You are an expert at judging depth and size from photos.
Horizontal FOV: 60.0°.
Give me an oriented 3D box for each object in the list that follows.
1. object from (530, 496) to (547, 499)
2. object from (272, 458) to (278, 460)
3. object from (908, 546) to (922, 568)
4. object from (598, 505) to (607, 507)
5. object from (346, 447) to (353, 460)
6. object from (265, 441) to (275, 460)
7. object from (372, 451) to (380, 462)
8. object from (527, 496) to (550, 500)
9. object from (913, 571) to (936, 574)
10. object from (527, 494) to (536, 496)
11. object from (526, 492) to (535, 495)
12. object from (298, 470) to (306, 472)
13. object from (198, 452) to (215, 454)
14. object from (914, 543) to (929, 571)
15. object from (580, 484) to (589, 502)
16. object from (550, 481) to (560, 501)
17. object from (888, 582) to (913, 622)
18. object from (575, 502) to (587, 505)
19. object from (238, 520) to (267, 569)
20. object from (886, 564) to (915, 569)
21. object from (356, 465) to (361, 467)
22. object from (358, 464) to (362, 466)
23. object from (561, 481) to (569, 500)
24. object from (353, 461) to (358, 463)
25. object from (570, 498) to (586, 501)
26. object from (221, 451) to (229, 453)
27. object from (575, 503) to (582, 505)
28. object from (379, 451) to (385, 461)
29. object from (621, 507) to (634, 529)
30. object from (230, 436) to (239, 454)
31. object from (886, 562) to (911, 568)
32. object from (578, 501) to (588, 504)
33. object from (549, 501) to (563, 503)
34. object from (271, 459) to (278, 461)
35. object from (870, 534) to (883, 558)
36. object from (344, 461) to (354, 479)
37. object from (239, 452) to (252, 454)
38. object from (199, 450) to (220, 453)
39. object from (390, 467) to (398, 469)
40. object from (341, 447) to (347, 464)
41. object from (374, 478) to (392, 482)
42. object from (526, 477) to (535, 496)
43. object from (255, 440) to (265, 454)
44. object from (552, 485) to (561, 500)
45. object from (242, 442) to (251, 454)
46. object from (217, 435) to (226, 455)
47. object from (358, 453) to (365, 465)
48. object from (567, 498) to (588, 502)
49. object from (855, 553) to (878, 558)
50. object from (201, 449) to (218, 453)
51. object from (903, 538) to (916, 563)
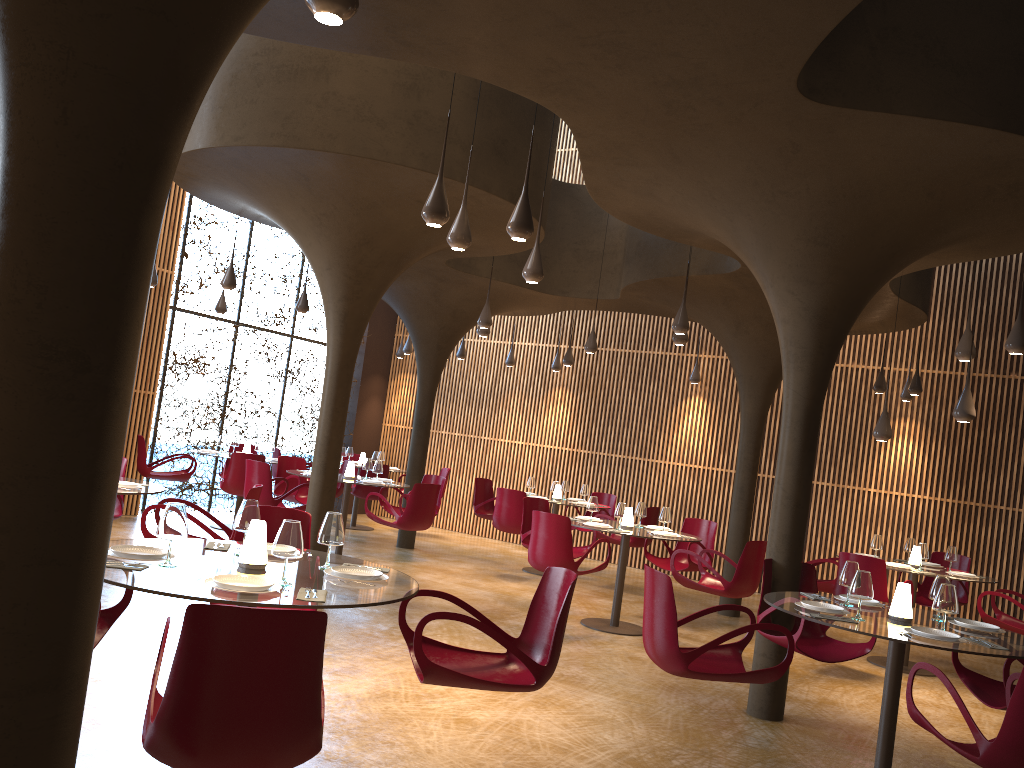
[{"bbox_3d":[0.394,1.688,13.147,0.263,0.029,0.264,5,-5,36],"label":"object"},{"bbox_3d":[-3.643,1.197,13.955,0.263,0.029,0.264,6,-4,24],"label":"object"},{"bbox_3d":[4.561,1.948,10.011,0.144,0.232,0.142,6,-3,26],"label":"object"},{"bbox_3d":[1.325,1.856,13.538,0.261,0.017,0.127,4,-5,41],"label":"object"},{"bbox_3d":[-3.007,1.313,16.399,0.141,0.295,0.142,6,-3,32],"label":"object"},{"bbox_3d":[-3.837,1.049,14.055,0.142,0.295,0.142,9,-3,-19],"label":"object"},{"bbox_3d":[-2.433,1.352,15.802,0.142,0.295,0.142,8,-2,-10],"label":"object"},{"bbox_3d":[0.392,1.698,13.146,0.331,0.014,0.332,6,-4,20],"label":"object"},{"bbox_3d":[4.366,1.996,9.385,0.262,0.017,0.126,11,-5,-38],"label":"object"},{"bbox_3d":[0.230,1.723,13.872,0.331,0.014,0.332,4,-5,44],"label":"object"},{"bbox_3d":[0.231,1.714,13.873,0.263,0.029,0.263,9,-4,-23],"label":"object"},{"bbox_3d":[-2.860,1.209,12.255,0.127,0.017,0.261,11,-5,-42],"label":"object"},{"bbox_3d":[-4.626,1.046,13.420,0.262,0.017,0.126,9,-4,-14],"label":"object"},{"bbox_3d":[4.444,1.876,9.621,0.141,0.295,0.142,6,-3,39],"label":"object"},{"bbox_3d":[1.107,1.683,13.560,0.142,0.295,0.142,8,-3,-16],"label":"object"},{"bbox_3d":[0.637,1.596,13.199,0.142,0.295,0.142,7,-3,24],"label":"object"},{"bbox_3d":[2.476,1.382,5.626,0.144,0.232,0.142,8,-3,-12],"label":"object"},{"bbox_3d":[1.116,1.807,13.324,0.332,0.014,0.331,10,-5,-36],"label":"object"},{"bbox_3d":[-1.280,0.797,4.420,0.142,0.232,0.144,8,-3,-9],"label":"object"},{"bbox_3d":[4.195,1.982,9.633,0.332,0.014,0.331,10,-4,-31],"label":"object"},{"bbox_3d":[-2.579,1.457,15.603,0.332,0.014,0.331,11,-5,-41],"label":"object"},{"bbox_3d":[-2.578,1.448,15.603,0.263,0.029,0.264,6,-4,24],"label":"object"},{"bbox_3d":[0.829,1.670,13.943,0.141,0.295,0.142,6,-3,31],"label":"object"},{"bbox_3d":[-2.910,1.468,16.596,0.263,0.029,0.263,9,-4,-15],"label":"object"},{"bbox_3d":[1.033,1.830,14.002,0.263,0.029,0.264,4,-5,42],"label":"object"},{"bbox_3d":[-4.641,1.104,14.328,0.126,0.017,0.262,8,-4,-12],"label":"object"},{"bbox_3d":[1.113,1.808,13.320,0.204,0.012,0.412,5,-5,37],"label":"object"},{"bbox_3d":[-2.404,1.386,16.275,0.142,0.295,0.142,10,-3,-42],"label":"object"},{"bbox_3d":[1.316,1.512,10.032,0.142,0.232,0.145,7,-3,6],"label":"object"},{"bbox_3d":[-4.440,0.975,14.179,0.141,0.295,0.142,5,-3,43],"label":"object"},{"bbox_3d":[4.196,1.972,9.633,0.263,0.029,0.264,5,-5,36],"label":"object"},{"bbox_3d":[1.117,1.797,13.324,0.263,0.029,0.263,7,-4,9],"label":"object"},{"bbox_3d":[0.624,1.724,12.954,0.126,0.017,0.262,5,-5,36],"label":"object"},{"bbox_3d":[-3.644,1.206,13.955,0.331,0.014,0.332,6,-4,24],"label":"object"},{"bbox_3d":[4.175,1.875,10.156,0.142,0.295,0.142,8,-3,-11],"label":"object"},{"bbox_3d":[-2.210,1.172,12.107,0.142,0.232,0.144,8,-3,-14],"label":"object"},{"bbox_3d":[-4.343,1.130,14.377,0.263,0.029,0.263,9,-4,-22],"label":"object"},{"bbox_3d":[-4.682,1.051,13.717,0.331,0.014,0.332,7,-4,12],"label":"object"},{"bbox_3d":[-2.210,1.535,16.175,0.263,0.029,0.264,5,-4,33],"label":"object"},{"bbox_3d":[-3.026,1.274,15.831,0.141,0.295,0.142,6,-3,30],"label":"object"},{"bbox_3d":[-1.812,1.344,12.433,0.263,0.029,0.264,5,-4,32],"label":"object"},{"bbox_3d":[0.290,1.578,13.648,0.142,0.295,0.142,8,-2,3],"label":"object"},{"bbox_3d":[-3.867,1.014,13.582,0.142,0.295,0.142,10,-3,-43],"label":"object"},{"bbox_3d":[0.700,1.662,13.610,0.142,0.232,0.145,7,-3,16],"label":"object"},{"bbox_3d":[-4.149,1.026,13.881,0.142,0.232,0.144,8,-3,-4],"label":"object"},{"bbox_3d":[-4.460,0.936,13.612,0.141,0.295,0.142,6,-3,30],"label":"object"},{"bbox_3d":[-2.716,1.364,16.101,0.144,0.232,0.142,7,-3,6],"label":"object"},{"bbox_3d":[1.032,1.840,14.002,0.331,0.014,0.332,6,-4,29],"label":"object"},{"bbox_3d":[4.152,2.015,10.384,0.263,0.029,0.264,4,-5,43],"label":"object"},{"bbox_3d":[-4.681,1.041,13.717,0.263,0.029,0.263,8,-4,2],"label":"object"},{"bbox_3d":[4.675,1.959,10.416,0.142,0.295,0.142,7,-3,13],"label":"object"}]
